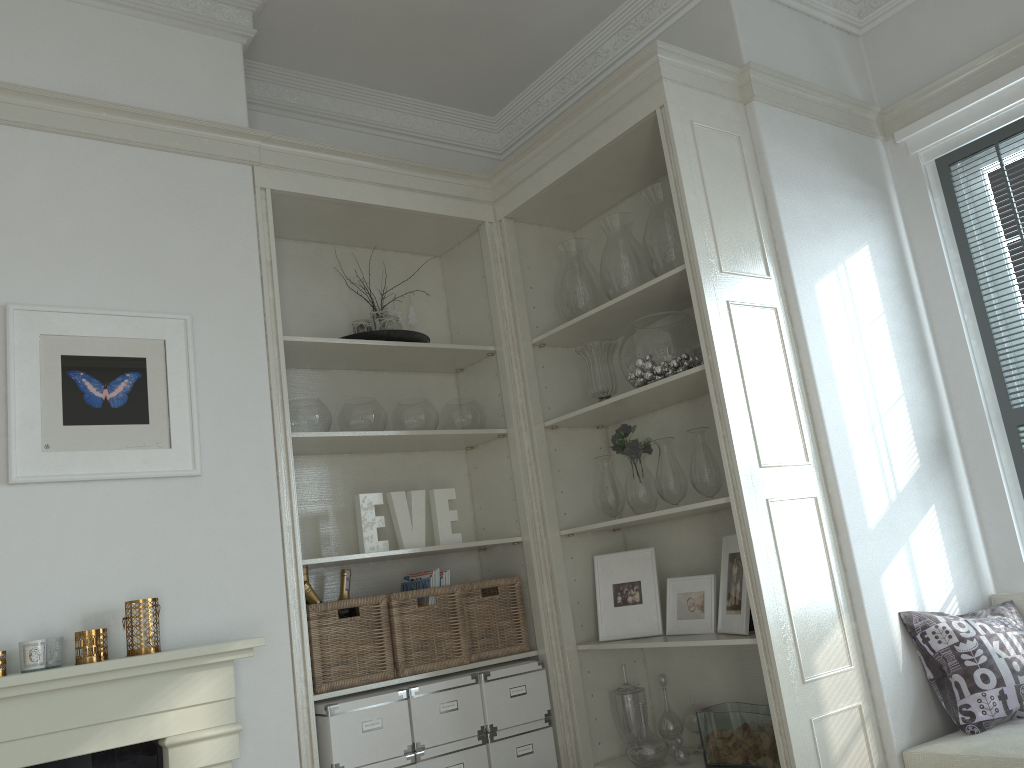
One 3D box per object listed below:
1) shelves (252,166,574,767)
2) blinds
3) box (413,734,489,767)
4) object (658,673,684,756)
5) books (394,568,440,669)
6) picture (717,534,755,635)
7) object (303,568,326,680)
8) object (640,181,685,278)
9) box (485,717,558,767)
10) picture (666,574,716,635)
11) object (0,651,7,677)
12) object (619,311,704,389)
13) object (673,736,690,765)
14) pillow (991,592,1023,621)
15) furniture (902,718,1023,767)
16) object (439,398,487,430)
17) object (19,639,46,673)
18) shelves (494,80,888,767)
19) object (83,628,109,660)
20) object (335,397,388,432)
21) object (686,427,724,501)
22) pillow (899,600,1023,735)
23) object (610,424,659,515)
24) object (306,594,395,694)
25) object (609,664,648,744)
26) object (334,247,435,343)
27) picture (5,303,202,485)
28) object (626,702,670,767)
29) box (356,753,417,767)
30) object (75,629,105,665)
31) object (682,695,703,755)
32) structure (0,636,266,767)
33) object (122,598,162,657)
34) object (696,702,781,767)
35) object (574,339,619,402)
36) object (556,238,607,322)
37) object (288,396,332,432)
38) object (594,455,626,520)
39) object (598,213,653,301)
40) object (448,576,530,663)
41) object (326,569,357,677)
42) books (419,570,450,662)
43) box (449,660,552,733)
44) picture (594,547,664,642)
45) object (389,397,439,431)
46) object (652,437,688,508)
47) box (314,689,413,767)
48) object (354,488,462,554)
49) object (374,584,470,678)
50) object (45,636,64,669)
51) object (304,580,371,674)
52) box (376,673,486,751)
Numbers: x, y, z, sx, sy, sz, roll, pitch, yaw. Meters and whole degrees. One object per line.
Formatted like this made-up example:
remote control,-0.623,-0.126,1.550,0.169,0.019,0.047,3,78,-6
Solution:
shelves,-0.412,0.544,3.148,0.992,2.523,0.399,1,-15,-36
blinds,2.559,-0.275,2.020,0.141,2.238,3.076,1,-15,-36
box,-0.295,1.288,2.965,0.270,0.191,0.400,1,-15,-36
object,0.551,1.160,3.123,0.088,0.271,0.088,0,-15,-31
books,-0.377,0.815,3.077,0.205,0.306,0.221,1,-15,-36
picture,0.713,0.622,2.779,0.124,0.300,0.202,-5,-13,-12
object,-0.684,0.803,2.963,0.095,0.377,0.095,-8,-12,-1
object,0.544,-0.502,3.062,0.193,0.362,0.193,-17,-15,35
box,-0.071,1.292,3.127,0.270,0.191,0.400,1,-15,-36
picture,0.625,0.746,3.006,0.124,0.192,0.206,3,-16,-41
object,-1.225,0.665,2.100,0.050,0.058,0.052,-8,-12,0
object,0.533,-0.103,3.070,0.329,0.249,0.329,-14,-14,27
object,0.558,1.211,2.932,0.056,0.090,0.056,-7,-12,-6
pillow,1.858,0.814,2.751,0.187,0.360,0.695,1,-15,-36
furniture,2.364,0.848,1.531,0.837,0.459,3.150,1,-15,-36
object,-0.190,0.135,3.425,0.185,0.140,0.185,-4,-13,-17
object,-1.162,0.660,2.150,0.060,0.073,0.060,-12,-13,19
shelves,0.535,0.383,3.023,0.399,2.523,0.972,1,-15,-36
object,-1.072,0.673,2.281,0.060,0.079,0.060,-13,-13,20
object,-0.538,0.128,3.172,0.185,0.140,0.185,-4,-13,-17
object,0.639,0.274,2.939,0.110,0.251,0.110,-14,-14,24
pillow,1.488,0.870,2.742,0.550,0.398,0.229,-2,-14,-24
object,0.449,0.309,3.214,0.166,0.355,0.206,-8,-12,2
object,-0.586,0.858,2.936,0.276,0.270,0.275,1,-15,-36
object,0.421,1.161,3.151,0.129,0.315,0.129,0,-15,-31
object,-0.505,-0.348,3.371,0.457,0.485,0.399,-9,-12,3
picture,-1.147,0.025,2.511,0.494,0.496,0.024,1,-15,-36
object,0.449,1.182,2.990,0.148,0.200,0.148,-13,-13,20
box,-0.507,1.281,2.801,0.270,0.191,0.400,1,-15,-36
object,-1.052,0.652,2.200,0.060,0.079,0.060,-14,-14,24
object,0.643,1.183,3.089,0.094,0.188,0.094,-9,-12,5
structure,-1.299,1.302,2.019,1.432,1.191,1.026,1,-15,-36
object,-0.972,0.640,2.336,0.087,0.140,0.090,-8,-12,1
object,0.760,1.087,2.717,0.171,0.180,0.387,1,-15,-36
object,0.335,-0.023,3.318,0.168,0.256,0.168,-10,-13,11
object,0.269,-0.374,3.463,0.193,0.362,0.193,-17,-15,35
object,-0.712,0.124,3.045,0.185,0.140,0.185,-4,-13,-17
object,0.365,0.396,3.312,0.110,0.251,0.110,-14,-14,24
object,0.416,-0.436,3.275,0.193,0.362,0.193,-17,-15,35
object,-0.139,0.870,3.274,0.276,0.270,0.275,1,-15,-36
object,-0.589,0.819,3.029,0.127,0.361,0.094,1,-15,-36
books,-0.342,0.825,3.099,0.205,0.306,0.221,1,-15,-36
box,-0.094,1.106,3.162,0.270,0.191,0.400,1,-15,-36
picture,0.419,0.752,3.180,0.231,0.300,0.127,-13,-13,22
object,-0.364,0.131,3.299,0.185,0.140,0.185,-4,-13,-17
object,0.547,0.315,3.065,0.110,0.251,0.110,-14,-14,24
box,-0.538,1.097,2.839,0.270,0.191,0.400,1,-15,-36
object,-0.363,0.486,3.152,0.393,0.207,0.039,1,-15,-36
object,-0.348,0.858,3.085,0.276,0.270,0.275,1,-15,-36
object,-1.151,0.672,2.213,0.060,0.073,0.060,-12,-13,19
object,-0.573,0.799,2.889,0.095,0.332,0.284,-16,-15,31
box,-0.319,1.105,3.013,0.270,0.191,0.400,1,-15,-36
